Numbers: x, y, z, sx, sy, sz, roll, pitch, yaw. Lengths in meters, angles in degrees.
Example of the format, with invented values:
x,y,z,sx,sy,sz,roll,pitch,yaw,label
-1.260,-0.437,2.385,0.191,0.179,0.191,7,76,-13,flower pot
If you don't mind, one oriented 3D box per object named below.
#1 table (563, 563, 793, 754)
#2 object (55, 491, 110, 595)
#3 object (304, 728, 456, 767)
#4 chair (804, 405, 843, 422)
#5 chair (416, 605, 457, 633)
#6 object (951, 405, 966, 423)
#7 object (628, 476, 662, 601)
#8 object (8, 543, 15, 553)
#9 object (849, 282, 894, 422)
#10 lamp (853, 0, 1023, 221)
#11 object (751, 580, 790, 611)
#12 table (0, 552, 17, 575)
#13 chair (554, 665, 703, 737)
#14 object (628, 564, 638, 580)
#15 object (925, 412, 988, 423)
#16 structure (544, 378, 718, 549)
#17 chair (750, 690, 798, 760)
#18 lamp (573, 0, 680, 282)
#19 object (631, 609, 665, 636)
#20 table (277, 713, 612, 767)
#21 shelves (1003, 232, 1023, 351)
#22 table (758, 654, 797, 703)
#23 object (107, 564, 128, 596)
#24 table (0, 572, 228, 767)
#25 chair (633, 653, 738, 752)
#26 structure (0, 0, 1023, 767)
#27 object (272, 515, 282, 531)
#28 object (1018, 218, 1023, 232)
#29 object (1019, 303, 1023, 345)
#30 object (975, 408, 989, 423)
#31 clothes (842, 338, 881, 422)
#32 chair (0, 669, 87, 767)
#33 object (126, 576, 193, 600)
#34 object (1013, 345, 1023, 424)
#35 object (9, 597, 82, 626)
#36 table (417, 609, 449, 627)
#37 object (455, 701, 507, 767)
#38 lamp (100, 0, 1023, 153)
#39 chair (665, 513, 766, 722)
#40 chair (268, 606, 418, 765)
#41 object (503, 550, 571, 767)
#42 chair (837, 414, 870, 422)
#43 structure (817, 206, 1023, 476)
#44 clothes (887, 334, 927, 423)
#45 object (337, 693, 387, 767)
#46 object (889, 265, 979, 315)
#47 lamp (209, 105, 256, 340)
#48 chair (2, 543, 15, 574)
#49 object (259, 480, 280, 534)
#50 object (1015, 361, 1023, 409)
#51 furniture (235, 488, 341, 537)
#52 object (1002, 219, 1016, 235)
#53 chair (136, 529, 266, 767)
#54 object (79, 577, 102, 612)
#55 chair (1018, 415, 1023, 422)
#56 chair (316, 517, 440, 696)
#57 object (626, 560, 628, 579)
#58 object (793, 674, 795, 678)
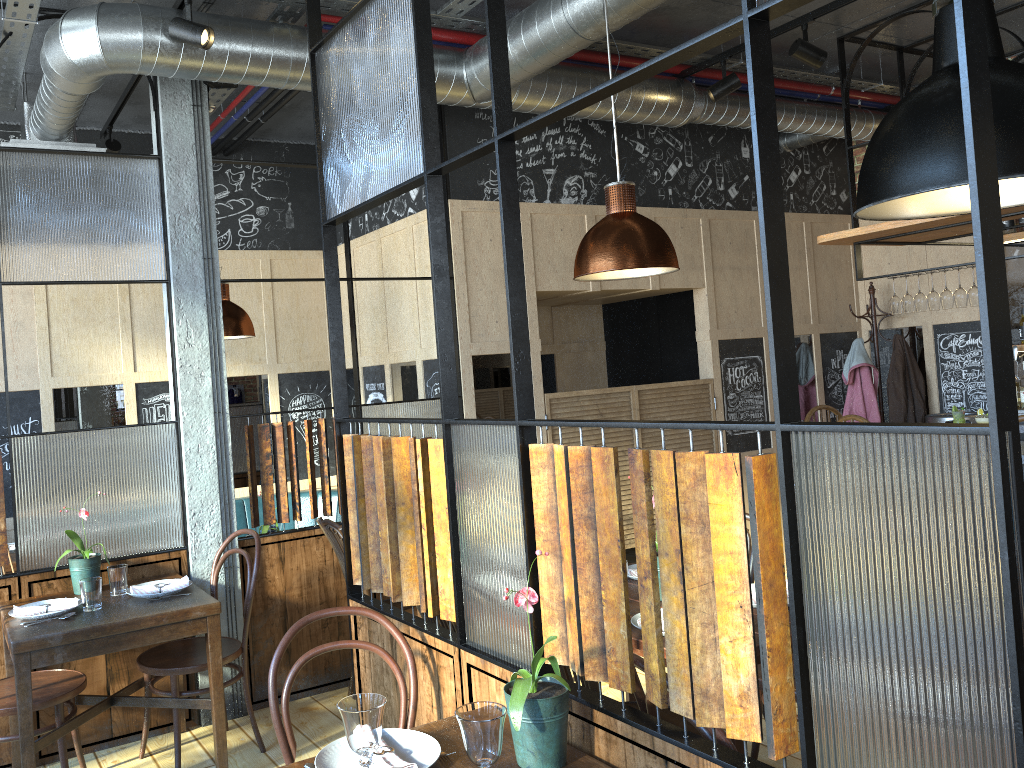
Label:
x,y,z,sx,sy,sz,roll,pitch,yaw,label
0.554,1.098,2.990,0.698,0.728,1.073,-4,0,-32,table
-1.858,0.689,3.803,0.153,0.427,0.193,-5,-1,29,object
-0.300,0.789,1.872,0.313,0.051,0.279,-5,1,-28,object
2.047,0.720,5.275,0.417,1.196,0.429,-4,-1,-33,chair
-0.058,1.046,2.951,0.502,0.915,0.420,-4,-1,-27,chair
2.343,0.217,4.613,0.072,0.211,0.065,-5,-1,41,object
0.526,0.522,3.042,0.203,0.427,0.146,-4,-1,2,object
-2.902,0.935,5.091,0.259,0.051,0.337,-5,1,-29,object
2.624,0.260,6.304,0.355,1.990,0.350,-4,-1,-9,object
1.037,-1.090,2.059,0.515,1.327,0.543,-4,-1,-19,lamp
0.822,0.690,2.920,0.259,0.051,0.337,-5,1,-29,object
-3.009,1.336,4.891,0.720,0.727,0.781,-4,0,-32,table
0.306,1.024,2.621,0.502,0.915,0.420,-4,-1,-27,chair
0.542,0.704,3.358,0.259,0.051,0.337,-5,1,-29,object
2.995,0.716,5.839,0.403,1.036,0.395,-4,-1,3,object
2.695,0.383,4.230,5.219,0.995,1.215,-4,0,34,structure
1.092,0.959,3.041,0.538,0.921,0.447,-4,-1,-14,chair
0.352,-1.050,3.115,0.384,1.335,0.353,-5,-1,31,lamp
0.509,0.717,2.670,0.259,0.051,0.337,-5,1,-29,object
-0.119,1.168,1.668,0.720,0.727,0.781,-4,0,-32,table
3.902,-0.623,4.906,0.580,0.746,2.205,-4,0,-33,shelves
1.197,1.065,2.002,0.698,0.728,1.073,-4,0,-32,table
-1.660,0.828,3.716,0.087,0.119,0.081,-5,0,27,object
-1.634,1.253,3.592,0.720,0.727,0.781,-4,0,-32,table
0.554,1.016,1.906,0.538,0.921,0.447,-4,-1,-14,chair
1.359,-0.271,3.583,6.119,3.327,5.755,-4,1,42,structure
-1.386,0.874,5.182,0.102,0.192,0.094,-5,-1,29,object
3.241,-1.107,5.561,0.083,0.303,0.088,-4,-1,-21,object
3.238,-0.380,5.560,0.065,0.263,0.067,-4,-1,-10,object
2.414,0.220,4.474,0.105,0.197,0.106,-4,-1,-4,object
2.475,0.067,6.260,0.239,0.792,0.272,-4,-1,-6,clothes
-1.945,1.180,3.423,0.538,0.921,0.447,-4,-1,-14,chair
-1.490,0.850,3.717,0.259,0.051,0.337,-5,1,-29,object
3.221,0.000,5.518,0.196,0.492,0.323,-4,-1,-32,object
-1.831,0.879,3.465,0.259,0.051,0.337,-5,1,-29,object
-0.291,1.140,4.391,0.720,0.727,0.781,-4,0,-32,table
-0.051,0.703,1.636,0.102,0.192,0.094,-5,-1,33,object
1.089,-1.637,3.160,6.012,0.274,7.521,-5,1,-32,lamp
0.762,0.978,3.407,0.423,0.915,0.499,-5,-1,33,chair
-0.384,1.082,2.199,0.432,0.921,0.557,-4,-1,-11,chair
0.047,0.576,1.829,0.139,0.427,0.207,-4,-1,1,object
1.946,0.739,4.515,0.405,1.196,0.443,-4,-1,-13,chair
3.146,0.157,4.409,1.670,2.175,2.434,-4,0,-32,structure
2.765,0.031,6.186,0.227,0.771,0.221,-4,-1,-35,clothes
-0.288,0.719,1.728,0.101,0.192,0.096,-5,-1,15,object
2.257,-0.497,4.723,0.063,0.208,0.518,-4,0,-33,object
-1.703,-0.926,5.057,0.384,1.335,0.353,-5,-1,31,lamp
-2.770,1.188,4.511,0.472,1.006,0.511,-5,-1,45,chair
-1.360,0.756,4.907,0.134,0.431,0.222,-4,-1,-14,object
3.233,0.005,5.525,0.082,0.303,0.269,-4,0,-32,object
-1.407,1.159,5.429,1.431,0.822,1.502,-5,0,-32,furniture
3.170,-1.117,5.640,0.075,0.330,0.076,-4,-1,-8,object
-1.334,1.129,3.795,0.525,0.921,0.458,-4,-1,-40,chair
-1.662,0.831,3.483,0.087,0.119,0.081,-5,0,27,object
2.407,0.714,3.864,0.394,1.196,0.454,-4,-1,-38,chair
-0.602,1.068,4.198,0.502,0.915,0.420,-4,-1,-27,chair
0.369,0.685,3.109,0.087,0.119,0.082,-4,0,20,object
0.849,0.700,2.120,0.259,0.051,0.337,-5,1,-29,object
